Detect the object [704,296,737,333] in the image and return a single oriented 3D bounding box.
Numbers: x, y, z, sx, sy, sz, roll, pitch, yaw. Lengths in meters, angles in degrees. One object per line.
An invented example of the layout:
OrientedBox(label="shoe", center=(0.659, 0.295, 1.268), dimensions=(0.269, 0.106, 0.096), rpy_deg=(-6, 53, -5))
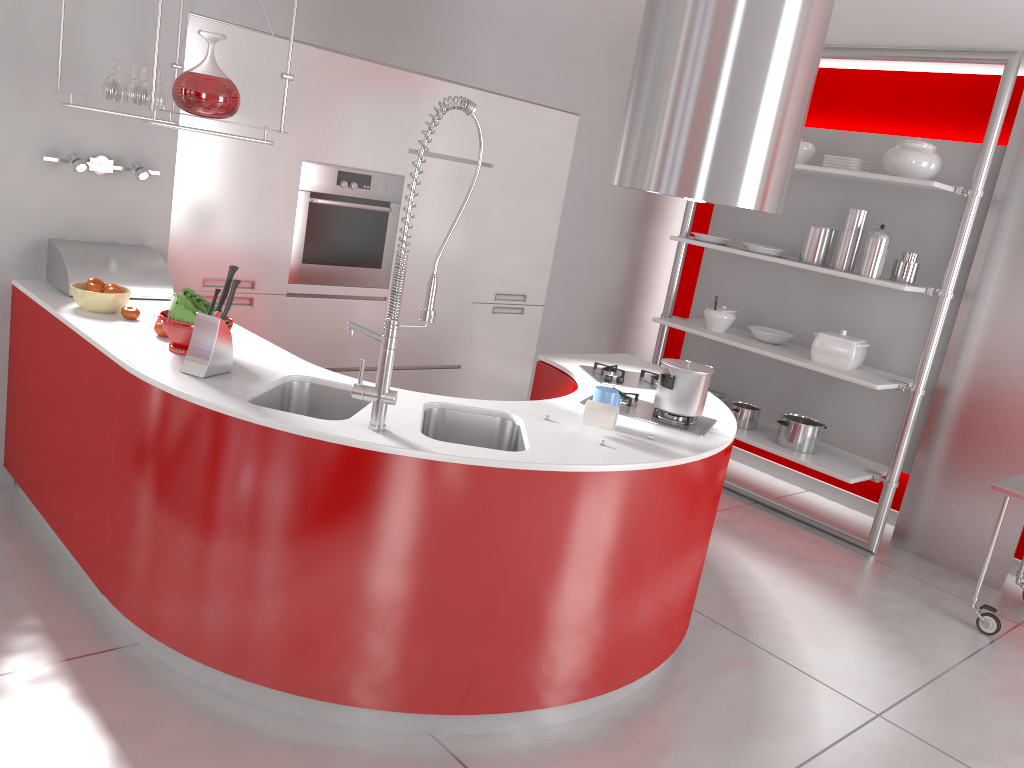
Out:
OrientedBox(label="object", center=(1.261, -0.426, 5.376), dimensions=(0.192, 0.214, 0.192), rpy_deg=(18, 15, 31))

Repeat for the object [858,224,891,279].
OrientedBox(label="object", center=(1.882, -0.688, 4.583), dimensions=(0.115, 0.274, 0.115), rpy_deg=(20, 17, 37))

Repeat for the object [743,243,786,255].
OrientedBox(label="object", center=(1.443, -0.764, 5.081), dimensions=(0.244, 0.042, 0.244), rpy_deg=(18, 15, 29))

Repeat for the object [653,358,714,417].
OrientedBox(label="object", center=(0.610, 0.005, 3.159), dimensions=(0.189, 0.185, 0.218), rpy_deg=(12, 13, 7))

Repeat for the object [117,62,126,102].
OrientedBox(label="object", center=(-1.465, -1.128, 3.312), dimensions=(0.060, 0.141, 0.060), rpy_deg=(-2, 18, -43))

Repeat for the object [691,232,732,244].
OrientedBox(label="object", center=(1.200, -0.873, 5.354), dimensions=(0.244, 0.042, 0.244), rpy_deg=(18, 15, 29))

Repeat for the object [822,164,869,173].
OrientedBox(label="object", center=(1.814, -1.164, 4.834), dimensions=(0.200, 0.030, 0.200), rpy_deg=(-2, 18, -43))

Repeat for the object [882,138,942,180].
OrientedBox(label="object", center=(2.078, -1.162, 4.602), dimensions=(0.287, 0.222, 0.287), rpy_deg=(10, 13, -1))

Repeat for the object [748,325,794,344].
OrientedBox(label="object", center=(1.542, -0.283, 5.300), dimensions=(0.272, 0.072, 0.272), rpy_deg=(12, 13, 9))

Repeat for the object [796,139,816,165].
OrientedBox(label="object", center=(1.610, -1.308, 5.012), dimensions=(0.192, 0.153, 0.192), rpy_deg=(2, 15, -30))

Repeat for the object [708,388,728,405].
OrientedBox(label="object", center=(1.171, 0.080, 5.600), dimensions=(0.407, 0.130, 0.308), rpy_deg=(0, 16, -36))

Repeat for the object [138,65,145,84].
OrientedBox(label="object", center=(-1.376, -1.108, 3.298), dimensions=(0.060, 0.141, 0.060), rpy_deg=(-2, 18, -43))

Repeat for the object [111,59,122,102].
OrientedBox(label="object", center=(-1.446, -1.103, 3.221), dimensions=(0.060, 0.141, 0.060), rpy_deg=(16, 14, 22))

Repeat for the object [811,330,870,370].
OrientedBox(label="object", center=(1.806, -0.201, 4.890), dimensions=(0.282, 0.197, 0.235), rpy_deg=(19, 16, 34))

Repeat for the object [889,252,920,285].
OrientedBox(label="object", center=(2.069, -0.612, 4.661), dimensions=(0.127, 0.157, 0.127), rpy_deg=(1, 16, -33))

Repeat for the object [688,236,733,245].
OrientedBox(label="object", center=(1.198, -0.860, 5.357), dimensions=(0.280, 0.015, 0.280), rpy_deg=(8, 13, -8))

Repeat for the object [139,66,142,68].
OrientedBox(label="object", center=(-1.409, -1.133, 3.378), dimensions=(0.060, 0.141, 0.060), rpy_deg=(-2, 18, -43))

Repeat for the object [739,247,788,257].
OrientedBox(label="object", center=(1.441, -0.751, 5.084), dimensions=(0.280, 0.015, 0.280), rpy_deg=(7, 14, -15))

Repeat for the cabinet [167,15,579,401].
OrientedBox(label="cabinet", center=(-0.845, -0.687, 4.939), dimensions=(2.398, 2.026, 0.614), rpy_deg=(-2, 18, -43))

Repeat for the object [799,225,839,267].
OrientedBox(label="object", center=(1.693, -0.766, 4.914), dimensions=(0.172, 0.205, 0.184), rpy_deg=(0, 17, -38))

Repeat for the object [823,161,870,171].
OrientedBox(label="object", center=(1.817, -1.179, 4.830), dimensions=(0.200, 0.030, 0.200), rpy_deg=(-2, 18, -43))

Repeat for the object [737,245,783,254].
OrientedBox(label="object", center=(1.499, -0.807, 5.363), dimensions=(0.280, 0.015, 0.280), rpy_deg=(8, 13, -8))

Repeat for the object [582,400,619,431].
OrientedBox(label="object", center=(0.286, 0.097, 2.826), dimensions=(0.100, 0.080, 0.109), rpy_deg=(14, 14, 15))

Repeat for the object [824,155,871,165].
OrientedBox(label="object", center=(1.822, -1.209, 4.823), dimensions=(0.200, 0.030, 0.200), rpy_deg=(-2, 18, -43))

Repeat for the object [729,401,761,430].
OrientedBox(label="object", center=(1.391, 0.189, 5.326), dimensions=(0.182, 0.122, 0.196), rpy_deg=(11, 13, 3))

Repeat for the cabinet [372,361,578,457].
OrientedBox(label="cabinet", center=(-0.721, 0.238, 3.523), dimensions=(1.875, 0.761, 1.025), rpy_deg=(10, 13, 1))

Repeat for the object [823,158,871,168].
OrientedBox(label="object", center=(1.819, -1.193, 4.827), dimensions=(0.200, 0.030, 0.200), rpy_deg=(-2, 18, -43))

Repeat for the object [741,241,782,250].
OrientedBox(label="object", center=(1.502, -0.820, 5.360), dimensions=(0.244, 0.042, 0.244), rpy_deg=(20, 16, 36))

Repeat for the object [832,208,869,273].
OrientedBox(label="object", center=(1.807, -0.765, 4.730), dimensions=(0.110, 0.329, 0.109), rpy_deg=(-3, 19, -45))

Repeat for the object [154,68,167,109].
OrientedBox(label="object", center=(-1.293, -1.081, 3.247), dimensions=(0.060, 0.141, 0.060), rpy_deg=(-2, 18, -43))

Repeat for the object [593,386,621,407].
OrientedBox(label="object", center=(0.310, 0.063, 2.950), dimensions=(0.080, 0.100, 0.109), rpy_deg=(15, 14, 18))

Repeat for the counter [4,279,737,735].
OrientedBox(label="counter", center=(-0.578, 0.347, 3.315), dimensions=(2.865, 0.880, 1.868), rpy_deg=(8, 13, -11))
